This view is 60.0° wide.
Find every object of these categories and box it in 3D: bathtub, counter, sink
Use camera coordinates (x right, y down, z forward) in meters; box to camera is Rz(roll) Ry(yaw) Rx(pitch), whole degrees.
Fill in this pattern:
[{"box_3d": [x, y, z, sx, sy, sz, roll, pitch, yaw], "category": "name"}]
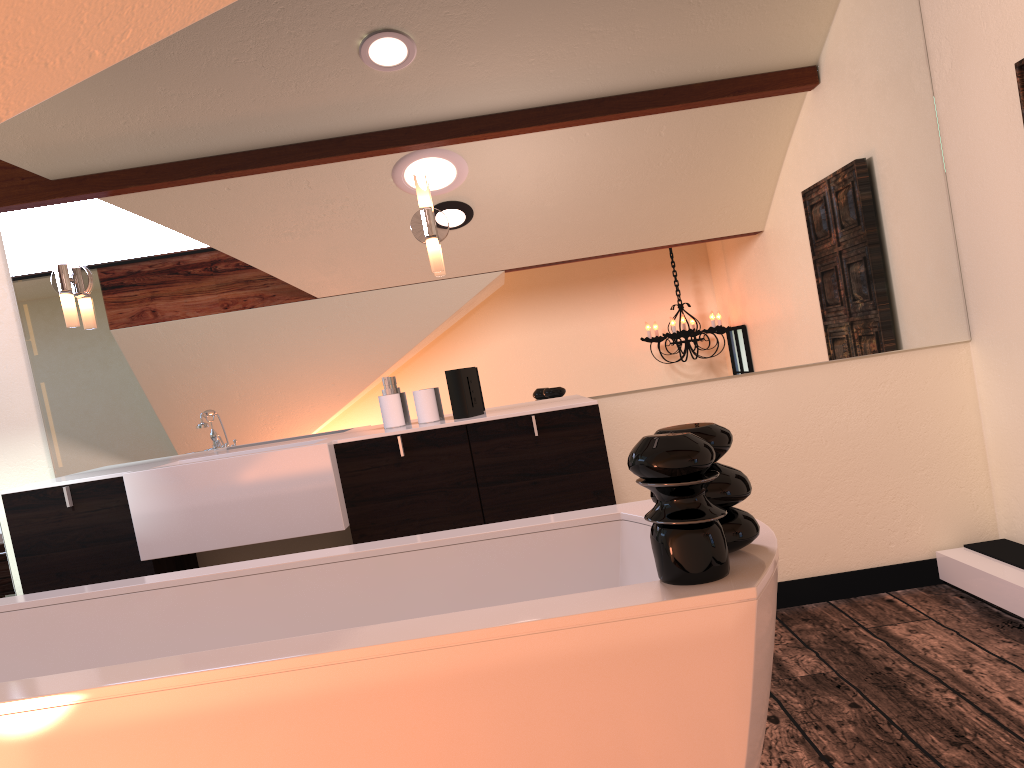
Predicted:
[{"box_3d": [-0.600, 0.791, 1.562, 2.216, 0.695, 0.797, -10, 2, 0], "category": "bathtub"}, {"box_3d": [-0.629, 0.354, 2.864, 1.855, 0.297, 0.441, -10, 2, 0], "category": "counter"}, {"box_3d": [-1.908, 0.917, 3.596, 0.346, 0.787, 0.680, -10, 2, -1], "category": "sink"}]

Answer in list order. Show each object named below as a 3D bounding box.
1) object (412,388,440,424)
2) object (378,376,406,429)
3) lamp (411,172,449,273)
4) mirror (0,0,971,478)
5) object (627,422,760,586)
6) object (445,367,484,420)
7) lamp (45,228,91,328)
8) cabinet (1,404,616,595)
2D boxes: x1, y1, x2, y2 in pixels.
[{"box_3d": [-0.287, 0.082, 2.963, 0.073, 0.123, 0.073, -10, 3, -5], "category": "object"}, {"box_3d": [-0.412, 0.068, 2.978, 0.074, 0.191, 0.080, -7, 4, 40], "category": "object"}, {"box_3d": [-0.280, -0.601, 2.996, 0.131, 0.366, 0.083, -10, 3, 0], "category": "lamp"}, {"box_3d": [-0.146, -0.811, 3.034, 3.234, 1.848, 0.011, -10, 3, 0], "category": "mirror"}, {"box_3d": [0.260, 0.183, 1.313, 0.156, 0.229, 0.275, -8, 2, 29], "category": "object"}, {"box_3d": [-0.156, 0.032, 2.910, 0.067, 0.178, 0.116, -8, 3, 22], "category": "object"}, {"box_3d": [-1.506, -0.394, 2.991, 0.131, 0.366, 0.083, -10, 3, 0], "category": "lamp"}, {"box_3d": [-0.575, 0.676, 2.911, 1.855, 0.925, 0.385, -10, 3, 0], "category": "cabinet"}]
